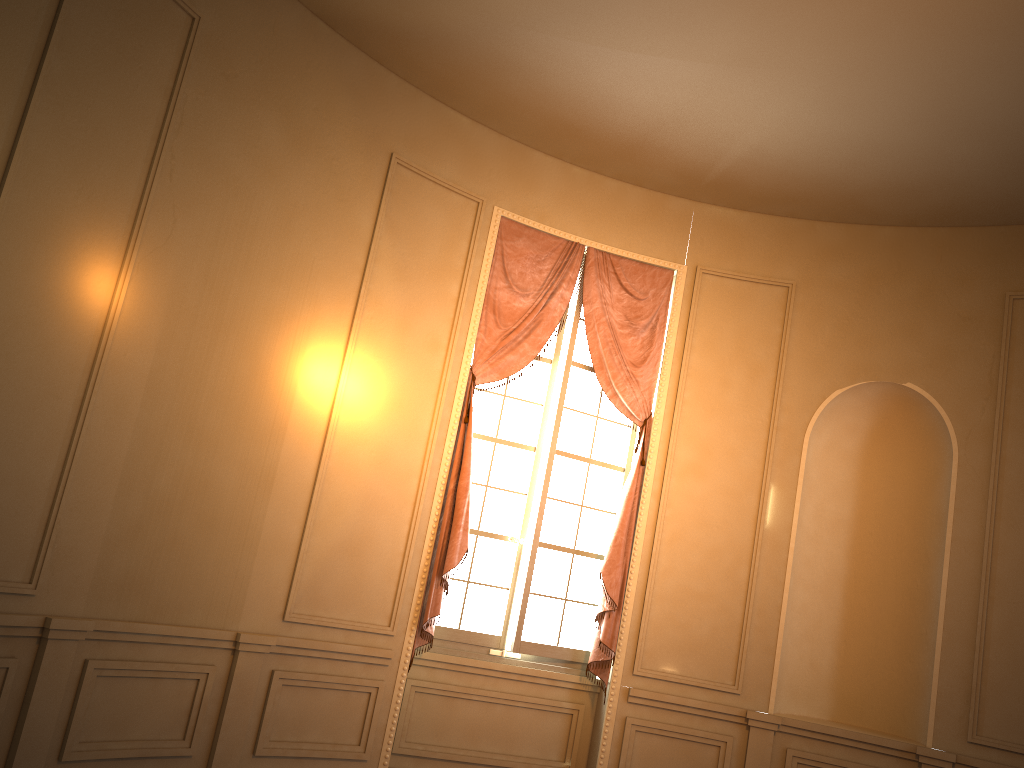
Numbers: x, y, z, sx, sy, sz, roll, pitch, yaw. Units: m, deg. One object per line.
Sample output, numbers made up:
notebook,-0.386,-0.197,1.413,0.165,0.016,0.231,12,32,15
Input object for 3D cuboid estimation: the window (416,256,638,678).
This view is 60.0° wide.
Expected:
window,0.219,0.438,5.950,1.329,2.820,0.151,14,-11,-16

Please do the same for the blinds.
blinds,0.278,0.466,5.726,1.353,2.959,0.283,14,-12,-17
